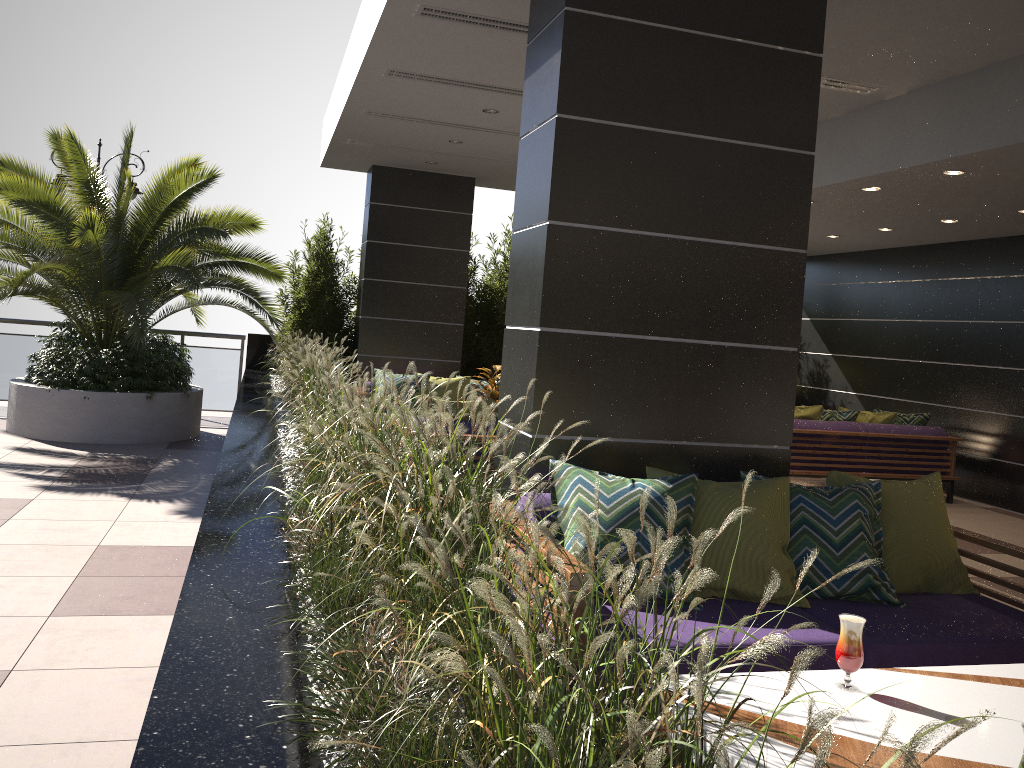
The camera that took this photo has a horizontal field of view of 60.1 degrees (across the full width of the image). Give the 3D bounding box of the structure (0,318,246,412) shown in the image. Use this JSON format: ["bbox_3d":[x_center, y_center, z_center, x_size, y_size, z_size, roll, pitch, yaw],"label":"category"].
[{"bbox_3d":[-7.051,0.228,1.395,12.900,1.058,17.544,4,4,-16],"label":"structure"}]

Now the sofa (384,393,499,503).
[{"bbox_3d":[0.163,0.556,6.629,2.123,0.919,1.122,4,2,-16],"label":"sofa"}]

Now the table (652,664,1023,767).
[{"bbox_3d":[1.427,1.117,2.076,2.034,0.553,0.943,4,3,-16],"label":"table"}]

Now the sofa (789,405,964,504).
[{"bbox_3d":[3.381,0.656,9.193,2.123,0.919,1.122,4,2,-16],"label":"sofa"}]

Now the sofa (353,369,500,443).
[{"bbox_3d":[-0.534,0.349,9.100,2.123,0.919,1.122,4,2,-16],"label":"sofa"}]

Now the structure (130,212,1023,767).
[{"bbox_3d":[3.522,0.038,1.333,7.806,3.120,24.786,4,4,-16],"label":"structure"}]

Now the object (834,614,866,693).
[{"bbox_3d":[0.869,0.692,2.277,0.068,0.181,0.069,4,0,-33],"label":"object"}]

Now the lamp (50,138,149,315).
[{"bbox_3d":[-5.134,-1.328,10.755,1.120,3.327,0.264,4,0,-16],"label":"lamp"}]

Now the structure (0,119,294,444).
[{"bbox_3d":[-4.230,-1.152,9.332,3.759,3.302,3.797,6,2,27],"label":"structure"}]

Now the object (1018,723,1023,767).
[{"bbox_3d":[0.988,0.724,1.660,0.068,0.211,0.069,4,0,-33],"label":"object"}]

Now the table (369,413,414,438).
[{"bbox_3d":[-0.213,0.632,7.887,2.034,0.553,0.944,4,3,-16],"label":"table"}]

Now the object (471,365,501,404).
[{"bbox_3d":[-0.172,0.094,7.888,0.430,0.526,0.425,5,1,1],"label":"object"}]

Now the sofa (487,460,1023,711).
[{"bbox_3d":[1.041,0.816,3.517,2.123,0.919,1.122,4,2,-16],"label":"sofa"}]
